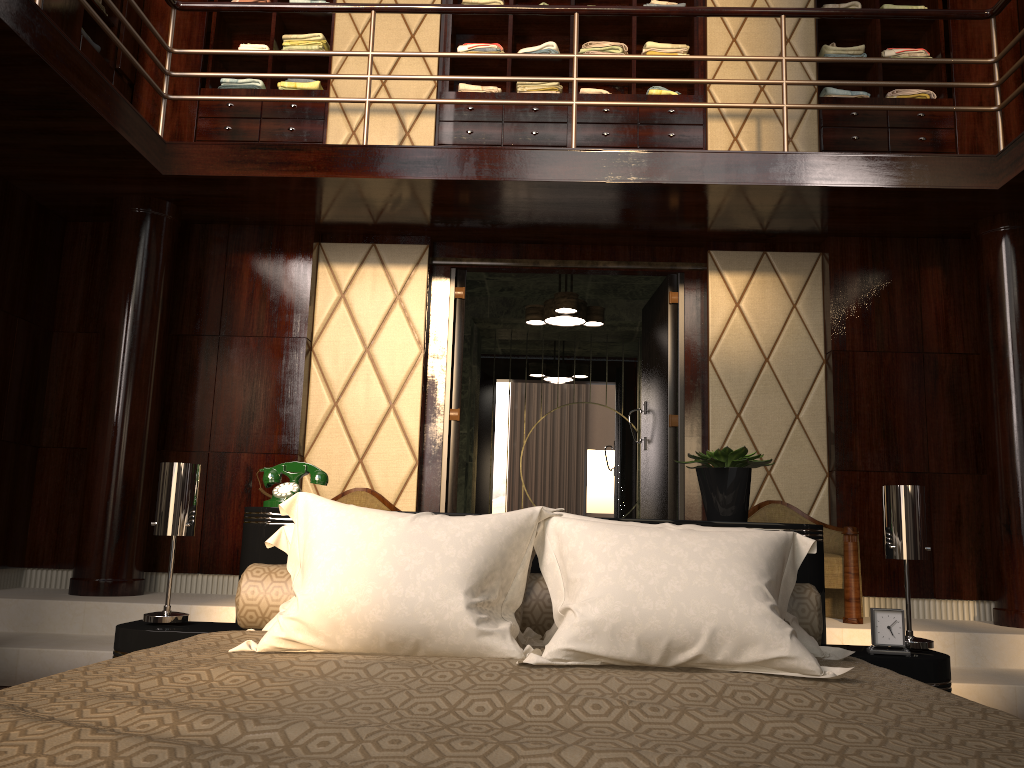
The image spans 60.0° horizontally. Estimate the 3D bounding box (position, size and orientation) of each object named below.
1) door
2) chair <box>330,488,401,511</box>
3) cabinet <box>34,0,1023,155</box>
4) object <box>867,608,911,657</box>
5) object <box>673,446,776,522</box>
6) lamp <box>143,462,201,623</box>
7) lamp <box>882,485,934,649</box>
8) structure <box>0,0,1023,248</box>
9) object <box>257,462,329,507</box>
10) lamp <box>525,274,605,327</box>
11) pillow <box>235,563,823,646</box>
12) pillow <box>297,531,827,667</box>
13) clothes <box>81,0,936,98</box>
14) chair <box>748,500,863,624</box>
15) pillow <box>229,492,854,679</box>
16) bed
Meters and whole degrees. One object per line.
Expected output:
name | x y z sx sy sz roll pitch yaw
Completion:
door | 0.220 0.320 5.132 1.435 1.820 0.828 2 -10 1
chair | -0.778 0.759 4.231 0.571 0.550 0.462 1 -10 2
cabinet | 0.328 -2.166 4.515 6.767 2.432 2.576 1 -10 2
object | 0.863 0.570 2.039 0.088 0.103 0.034 0 -10 10
object | 0.589 0.278 2.437 0.256 0.205 0.241 5 -10 -16
lamp | -0.844 0.393 2.214 0.106 0.385 0.109 0 -10 9
lamp | 0.970 0.445 2.182 0.106 0.385 0.109 0 -10 9
structure | 0.228 -0.493 2.943 6.107 3.189 3.750 1 -10 2
object | -0.613 0.283 2.477 0.158 0.131 0.178 9 -12 -35
lamp | 0.295 -0.561 5.641 0.467 0.347 0.515 -4 -12 32
pillow | 0.035 0.536 2.144 1.396 0.167 0.173 1 -10 2
pillow | 0.061 0.426 1.817 1.123 0.271 0.293 1 -10 3
clothes | -0.081 -2.088 5.248 4.996 0.954 0.818 3 -10 -5
chair | 1.292 0.812 4.155 0.571 0.550 0.462 1 -10 2
pillow | 0.038 0.404 1.847 1.322 0.320 0.685 1 -10 4
bed | 0.007 0.503 1.314 1.985 0.660 2.381 1 -10 2
